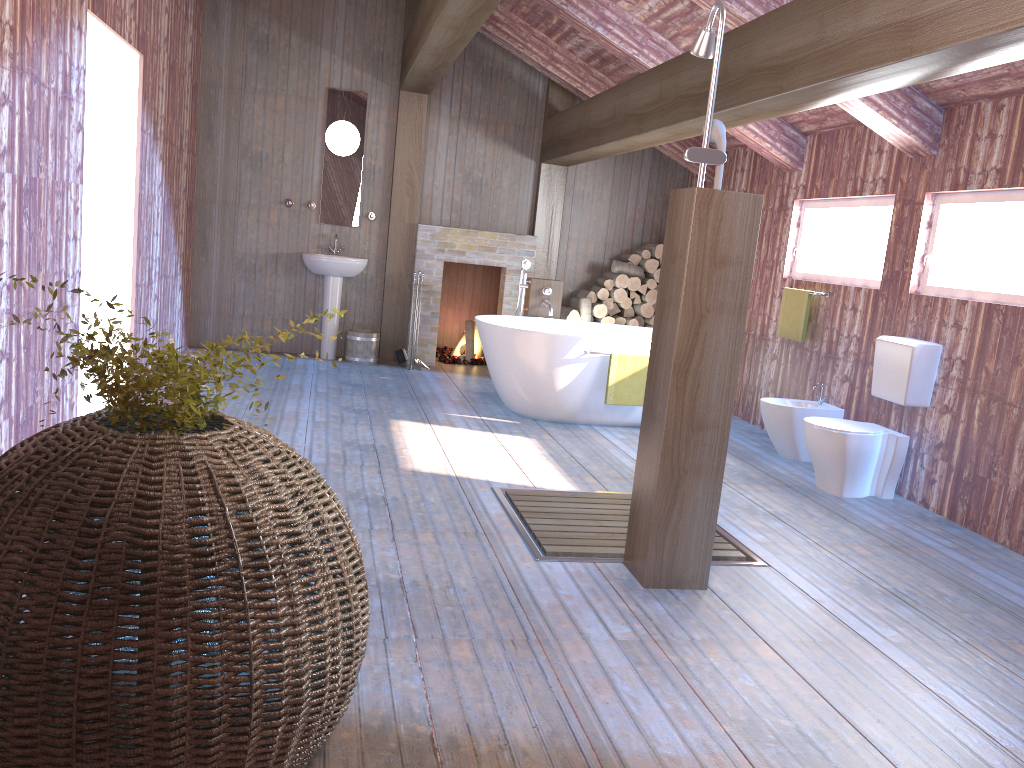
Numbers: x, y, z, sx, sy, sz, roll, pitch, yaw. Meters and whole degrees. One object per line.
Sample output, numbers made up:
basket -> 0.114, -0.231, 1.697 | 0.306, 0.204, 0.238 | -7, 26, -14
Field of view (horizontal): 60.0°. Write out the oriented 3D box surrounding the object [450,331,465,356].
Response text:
object -> -0.510, -0.391, 8.975 | 0.221, 0.306, 0.121 | 8, 9, 15

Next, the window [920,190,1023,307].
window -> 2.566, -0.707, 4.583 | 0.054, 0.587, 1.255 | 4, 9, -11

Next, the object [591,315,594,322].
object -> 0.694, -0.647, 8.578 | 0.121, 0.124, 0.291 | 4, 9, -11

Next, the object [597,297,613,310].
object -> 0.875, -0.783, 8.504 | 0.111, 0.113, 0.301 | 4, 9, -13

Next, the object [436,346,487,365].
object -> -0.490, -0.294, 9.156 | 0.829, 0.085, 0.935 | 1, 10, -30

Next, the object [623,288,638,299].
object -> 1.132, -0.865, 8.531 | 0.088, 0.092, 0.280 | 4, 9, -11

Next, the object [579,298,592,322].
object -> 0.686, -0.661, 8.300 | 0.147, 0.298, 0.109 | 4, 9, -9

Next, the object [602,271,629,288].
object -> 0.990, -0.999, 8.482 | 0.135, 0.145, 0.439 | 4, 9, -12

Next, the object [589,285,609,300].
object -> 0.831, -0.872, 8.462 | 0.115, 0.123, 0.291 | 4, 9, -11

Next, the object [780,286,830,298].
object -> 2.071, -0.660, 6.324 | 0.091, 0.043, 0.581 | 4, 9, -12

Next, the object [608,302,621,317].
object -> 0.951, -0.741, 8.617 | 0.128, 0.150, 0.323 | 4, 9, -12

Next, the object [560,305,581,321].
object -> 0.525, -0.661, 8.454 | 0.139, 0.137, 0.455 | 4, 9, -14

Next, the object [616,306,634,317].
object -> 1.095, -0.717, 8.654 | 0.104, 0.127, 0.321 | 4, 9, -12

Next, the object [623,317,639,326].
object -> 1.100, -0.606, 8.571 | 0.098, 0.100, 0.437 | 4, 9, -14

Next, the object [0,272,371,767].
object -> -0.795, 0.313, 2.006 | 0.972, 1.073, 0.970 | 0, 11, -31

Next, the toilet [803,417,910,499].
toilet -> 1.913, 0.427, 5.103 | 0.534, 0.400, 0.375 | 4, 9, -11

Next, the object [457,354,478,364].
object -> -0.444, -0.255, 8.851 | 0.085, 0.084, 0.278 | 12, 11, 34

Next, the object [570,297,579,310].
object -> 0.647, -0.774, 8.562 | 0.108, 0.113, 0.302 | 4, 9, -12

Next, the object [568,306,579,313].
object -> 0.599, -0.696, 8.564 | 0.099, 0.093, 0.280 | 4, 9, -11

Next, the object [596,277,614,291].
object -> 0.890, -0.960, 8.473 | 0.106, 0.112, 0.282 | 4, 9, -11

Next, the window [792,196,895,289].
window -> 2.284, -0.975, 6.080 | 0.054, 0.587, 1.255 | 4, 9, -11

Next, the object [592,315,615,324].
object -> 0.856, -0.613, 8.537 | 0.139, 0.148, 0.458 | 4, 9, -12

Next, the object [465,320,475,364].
object -> -0.419, -0.414, 8.818 | 0.098, 0.434, 0.283 | 4, 9, -14

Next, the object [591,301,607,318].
object -> 0.784, -0.723, 8.486 | 0.138, 0.147, 0.440 | 4, 9, -12

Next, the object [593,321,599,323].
object -> 0.726, -0.530, 8.534 | 0.155, 0.174, 0.483 | 4, 9, -14

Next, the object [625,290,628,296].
object -> 1.062, -0.877, 8.499 | 0.057, 0.061, 0.156 | 4, 9, -13

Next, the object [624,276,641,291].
object -> 1.101, -0.978, 8.509 | 0.138, 0.147, 0.440 | 4, 9, -12

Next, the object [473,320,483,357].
object -> -0.360, -0.431, 9.063 | 0.140, 0.459, 0.266 | 7, 9, 5

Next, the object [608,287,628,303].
object -> 0.965, -0.864, 8.495 | 0.141, 0.143, 0.437 | 4, 9, -14

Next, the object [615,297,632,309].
object -> 1.054, -0.794, 8.524 | 0.115, 0.123, 0.291 | 4, 9, -11

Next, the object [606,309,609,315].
object -> 0.873, -0.703, 8.518 | 0.064, 0.068, 0.174 | 4, 9, -13

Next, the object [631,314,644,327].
object -> 1.190, -0.625, 8.690 | 0.116, 0.118, 0.289 | 4, 9, -14

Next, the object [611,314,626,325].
object -> 0.998, -0.610, 8.554 | 0.114, 0.120, 0.303 | 4, 9, -11

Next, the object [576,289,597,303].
object -> 0.716, -0.842, 8.493 | 0.114, 0.113, 0.301 | 4, 9, -14
